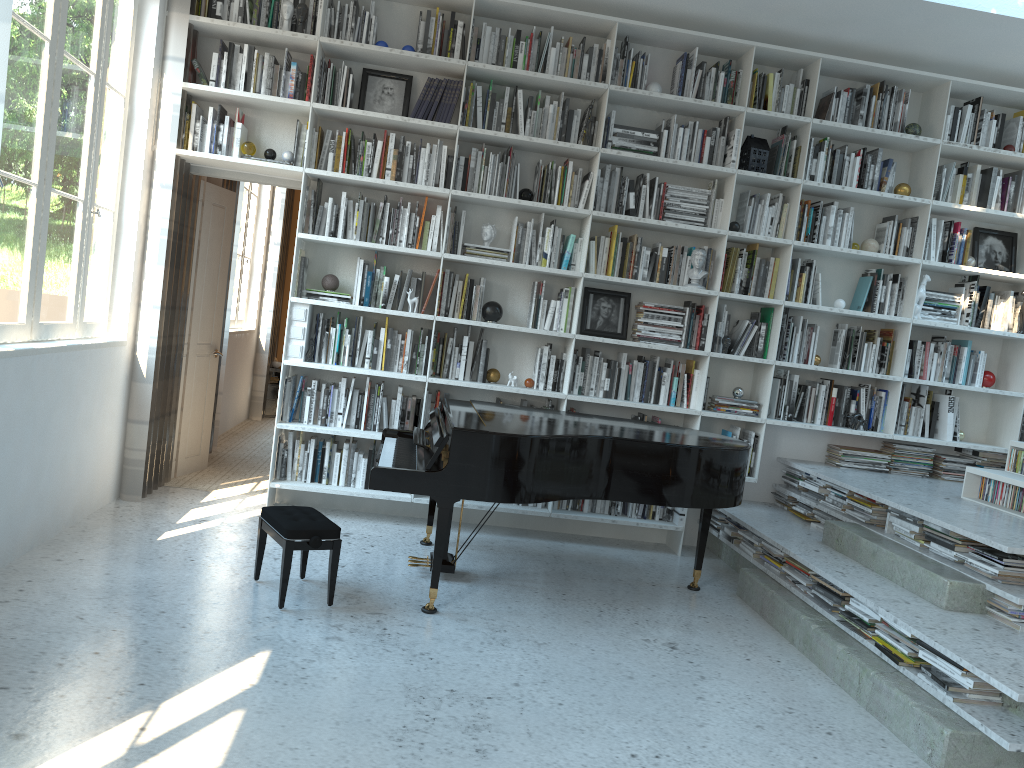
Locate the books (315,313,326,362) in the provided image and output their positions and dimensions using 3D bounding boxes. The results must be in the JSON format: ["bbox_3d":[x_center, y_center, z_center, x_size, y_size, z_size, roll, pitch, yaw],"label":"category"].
[{"bbox_3d":[-1.155,-0.280,5.342,0.014,0.294,0.171,7,4,-7],"label":"books"}]

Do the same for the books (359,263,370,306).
[{"bbox_3d":[-0.890,-0.597,5.346,0.031,0.255,0.143,7,4,-7],"label":"books"}]

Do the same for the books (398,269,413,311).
[{"bbox_3d":[-0.645,-0.566,5.367,0.060,0.255,0.158,7,4,-7],"label":"books"}]

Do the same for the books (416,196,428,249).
[{"bbox_3d":[-0.545,-0.958,5.347,0.035,0.326,0.170,7,4,-7],"label":"books"}]

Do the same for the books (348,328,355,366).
[{"bbox_3d":[-0.970,-0.227,5.383,0.016,0.231,0.136,7,4,-7],"label":"books"}]

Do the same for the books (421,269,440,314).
[{"bbox_3d":[-0.493,-0.555,5.350,0.082,0.276,0.228,7,4,-7],"label":"books"}]

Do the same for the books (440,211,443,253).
[{"bbox_3d":[-0.428,-0.910,5.373,0.036,0.258,0.123,7,4,-7],"label":"books"}]

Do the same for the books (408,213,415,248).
[{"bbox_3d":[-0.608,-0.914,5.354,0.021,0.221,0.148,7,4,-7],"label":"books"}]

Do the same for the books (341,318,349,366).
[{"bbox_3d":[-1.005,-0.257,5.340,0.007,0.286,0.182,7,4,-7],"label":"books"}]

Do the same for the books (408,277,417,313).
[{"bbox_3d":[-0.603,-0.536,5.367,0.030,0.208,0.172,7,4,-7],"label":"books"}]

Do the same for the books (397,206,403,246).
[{"bbox_3d":[-0.675,-0.938,5.345,0.011,0.252,0.139,7,4,-7],"label":"books"}]

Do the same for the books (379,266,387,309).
[{"bbox_3d":[-0.777,-0.579,5.345,0.011,0.250,0.171,7,4,-7],"label":"books"}]

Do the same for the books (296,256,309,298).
[{"bbox_3d":[-1.251,-0.635,5.299,0.028,0.243,0.156,7,4,-7],"label":"books"}]

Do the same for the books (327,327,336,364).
[{"bbox_3d":[-1.090,-0.234,5.353,0.015,0.218,0.176,7,4,-7],"label":"books"}]

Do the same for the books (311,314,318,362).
[{"bbox_3d":[-1.183,-0.280,5.348,0.008,0.285,0.159,7,4,-7],"label":"books"}]

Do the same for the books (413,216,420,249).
[{"bbox_3d":[-0.577,-0.901,5.348,0.013,0.203,0.161,7,4,-7],"label":"books"}]

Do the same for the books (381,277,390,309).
[{"bbox_3d":[-0.759,-0.546,5.337,0.029,0.190,0.188,7,4,-7],"label":"books"}]

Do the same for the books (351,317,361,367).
[{"bbox_3d":[-0.936,-0.255,5.349,0.019,0.300,0.179,7,4,-7],"label":"books"}]

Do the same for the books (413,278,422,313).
[{"bbox_3d":[-0.575,-0.534,5.380,0.027,0.210,0.143,7,4,-7],"label":"books"}]

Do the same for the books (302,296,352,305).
[{"bbox_3d":[-1.104,-0.501,5.329,0.285,0.012,0.159,7,4,-4],"label":"books"}]

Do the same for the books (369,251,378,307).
[{"bbox_3d":[-0.836,-0.631,5.353,0.011,0.336,0.153,7,4,-7],"label":"books"}]

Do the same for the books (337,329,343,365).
[{"bbox_3d":[-1.034,-0.224,5.372,0.016,0.211,0.145,7,4,-7],"label":"books"}]

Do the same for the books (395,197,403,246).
[{"bbox_3d":[-0.683,-0.966,5.347,0.011,0.304,0.129,7,4,-7],"label":"books"}]

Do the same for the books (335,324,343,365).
[{"bbox_3d":[-1.040,-0.240,5.338,0.009,0.245,0.184,7,4,-7],"label":"books"}]

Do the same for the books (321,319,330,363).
[{"bbox_3d":[-1.123,-0.261,5.336,0.007,0.264,0.176,7,4,-7],"label":"books"}]

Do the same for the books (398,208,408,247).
[{"bbox_3d":[-0.658,-0.932,5.358,0.028,0.243,0.131,7,4,-7],"label":"books"}]

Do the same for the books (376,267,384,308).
[{"bbox_3d":[-0.795,-0.582,5.362,0.022,0.249,0.129,7,4,-7],"label":"books"}]

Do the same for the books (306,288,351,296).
[{"bbox_3d":[-1.098,-0.549,5.330,0.254,0.012,0.160,7,4,-6],"label":"books"}]

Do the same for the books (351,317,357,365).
[{"bbox_3d":[-0.954,-0.259,5.384,0.009,0.299,0.141,7,4,-7],"label":"books"}]

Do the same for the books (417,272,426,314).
[{"bbox_3d":[-0.549,-0.552,5.384,0.021,0.251,0.154,7,4,-7],"label":"books"}]

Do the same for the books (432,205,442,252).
[{"bbox_3d":[-0.458,-0.928,5.368,0.027,0.286,0.148,7,4,-7],"label":"books"}]

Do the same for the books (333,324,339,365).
[{"bbox_3d":[-1.053,-0.242,5.351,0.014,0.243,0.170,7,4,-7],"label":"books"}]

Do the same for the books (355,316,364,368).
[{"bbox_3d":[-0.922,-0.257,5.363,0.012,0.306,0.189,7,4,-7],"label":"books"}]

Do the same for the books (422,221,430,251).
[{"bbox_3d":[-0.522,-0.884,5.359,0.030,0.183,0.151,7,4,-7],"label":"books"}]

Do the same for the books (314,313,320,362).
[{"bbox_3d":[-1.171,-0.281,5.348,0.016,0.290,0.152,7,4,-7],"label":"books"}]

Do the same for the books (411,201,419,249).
[{"bbox_3d":[-0.586,-0.948,5.358,0.015,0.293,0.143,7,4,-7],"label":"books"}]

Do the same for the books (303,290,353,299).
[{"bbox_3d":[-1.099,-0.537,5.324,0.285,0.012,0.159,7,4,-3],"label":"books"}]

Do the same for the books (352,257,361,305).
[{"bbox_3d":[-0.932,-0.616,5.333,0.012,0.285,0.159,7,4,-7],"label":"books"}]

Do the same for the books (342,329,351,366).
[{"bbox_3d":[-0.999,-0.222,5.350,0.015,0.219,0.190,7,4,-7],"label":"books"}]

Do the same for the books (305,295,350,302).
[{"bbox_3d":[-1.103,-0.513,5.333,0.254,0.012,0.160,7,4,-6],"label":"books"}]

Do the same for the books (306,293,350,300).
[{"bbox_3d":[-1.101,-0.525,5.328,0.254,0.012,0.160,7,4,-10],"label":"books"}]

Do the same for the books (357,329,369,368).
[{"bbox_3d":[-0.901,-0.217,5.387,0.045,0.230,0.138,7,4,-7],"label":"books"}]

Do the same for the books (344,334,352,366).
[{"bbox_3d":[-0.985,-0.205,5.349,0.016,0.189,0.183,7,4,-7],"label":"books"}]

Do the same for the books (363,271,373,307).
[{"bbox_3d":[-0.860,-0.567,5.323,0.029,0.208,0.189,7,4,-7],"label":"books"}]

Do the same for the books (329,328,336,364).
[{"bbox_3d":[-1.074,-0.231,5.342,0.015,0.217,0.180,7,4,-7],"label":"books"}]

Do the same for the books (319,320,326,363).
[{"bbox_3d":[-1.140,-0.261,5.354,0.022,0.257,0.141,7,4,-7],"label":"books"}]

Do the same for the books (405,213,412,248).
[{"bbox_3d":[-0.624,-0.914,5.348,0.012,0.217,0.160,7,4,-7],"label":"books"}]

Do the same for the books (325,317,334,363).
[{"bbox_3d":[-1.097,-0.265,5.343,0.008,0.280,0.164,7,4,-7],"label":"books"}]

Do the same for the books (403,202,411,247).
[{"bbox_3d":[-0.632,-0.943,5.330,0.015,0.275,0.157,7,4,-7],"label":"books"}]

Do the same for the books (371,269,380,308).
[{"bbox_3d":[-0.823,-0.577,5.366,0.030,0.231,0.147,7,4,-7],"label":"books"}]

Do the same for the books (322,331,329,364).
[{"bbox_3d":[-1.113,-0.221,5.324,0.019,0.189,0.193,7,4,-7],"label":"books"}]

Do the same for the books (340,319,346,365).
[{"bbox_3d":[-1.016,-0.255,5.362,0.009,0.278,0.157,7,4,-7],"label":"books"}]

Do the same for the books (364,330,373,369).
[{"bbox_3d":[-0.863,-0.212,5.375,0.027,0.230,0.158,7,4,-7],"label":"books"}]

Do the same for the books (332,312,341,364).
[{"bbox_3d":[-1.059,-0.279,5.349,0.006,0.315,0.145,7,4,-7],"label":"books"}]

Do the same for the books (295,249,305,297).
[{"bbox_3d":[-1.269,-0.659,5.305,0.012,0.285,0.159,7,4,-7],"label":"books"}]

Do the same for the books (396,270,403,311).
[{"bbox_3d":[-0.683,-0.564,5.377,0.013,0.242,0.141,7,4,-7],"label":"books"}]

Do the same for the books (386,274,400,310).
[{"bbox_3d":[-0.719,-0.555,5.375,0.056,0.214,0.142,7,4,-7],"label":"books"}]

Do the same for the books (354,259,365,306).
[{"bbox_3d":[-0.915,-0.608,5.335,0.024,0.273,0.150,7,4,-7],"label":"books"}]

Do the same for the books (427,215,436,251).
[{"bbox_3d":[-0.490,-0.900,5.362,0.031,0.223,0.144,7,4,-7],"label":"books"}]
